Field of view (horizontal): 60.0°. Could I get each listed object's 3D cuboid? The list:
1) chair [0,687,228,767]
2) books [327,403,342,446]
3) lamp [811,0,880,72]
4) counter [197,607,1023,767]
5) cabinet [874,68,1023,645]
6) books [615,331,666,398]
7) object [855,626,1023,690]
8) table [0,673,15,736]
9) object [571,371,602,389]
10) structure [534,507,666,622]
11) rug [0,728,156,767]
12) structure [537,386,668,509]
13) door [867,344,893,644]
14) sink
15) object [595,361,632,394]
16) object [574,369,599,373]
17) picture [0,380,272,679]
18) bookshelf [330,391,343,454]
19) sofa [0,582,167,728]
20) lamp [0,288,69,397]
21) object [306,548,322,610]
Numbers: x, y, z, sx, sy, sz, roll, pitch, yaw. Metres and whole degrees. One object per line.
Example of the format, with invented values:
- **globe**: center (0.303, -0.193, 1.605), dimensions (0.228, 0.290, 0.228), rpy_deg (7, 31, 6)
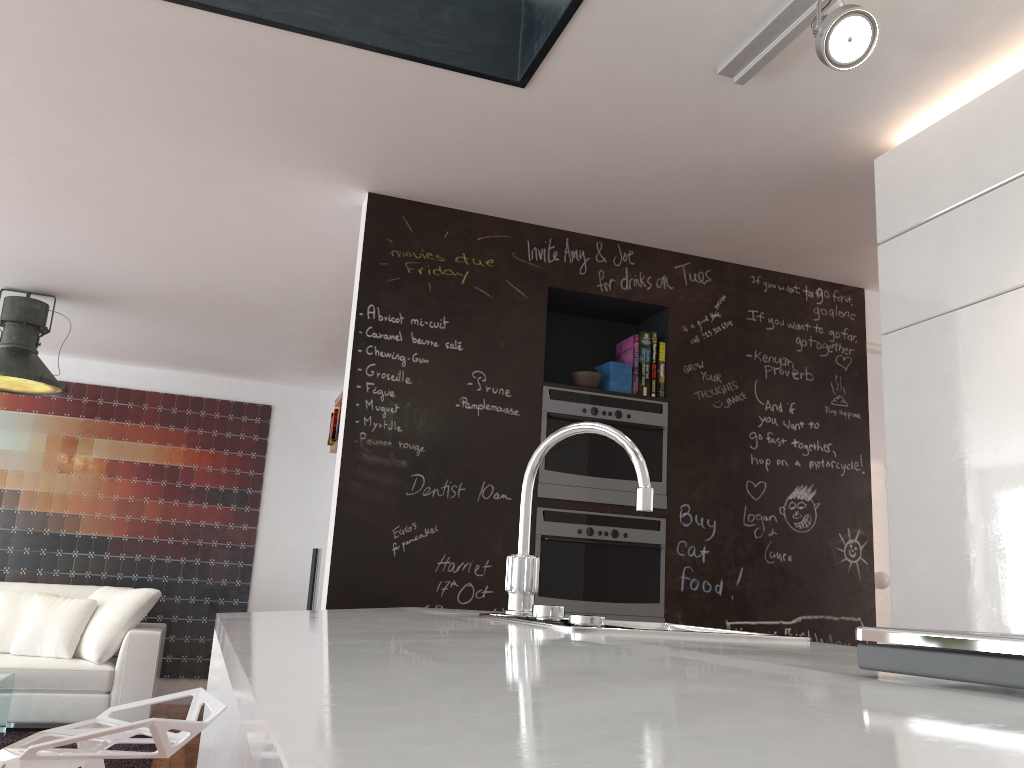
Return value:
- **chair**: center (-0.683, 0.845, 1.257), dimensions (0.428, 0.765, 0.492), rpy_deg (5, -13, -8)
- **books**: center (-0.138, -0.995, 4.616), dimensions (0.733, 1.974, 5.671), rpy_deg (11, -15, -28)
- **lamp**: center (0.978, -0.989, 1.640), dimensions (0.154, 0.254, 1.324), rpy_deg (8, -14, -18)
- **counter**: center (0.077, 0.795, 1.155), dimensions (0.956, 0.903, 2.289), rpy_deg (8, -14, -18)
- **cabinet**: center (1.988, 0.223, 1.755), dimensions (0.946, 2.506, 2.404), rpy_deg (8, -14, -18)
- **books**: center (0.571, -0.067, 4.007), dimensions (0.152, 0.303, 0.230), rpy_deg (8, -14, -18)
- **object**: center (0.512, 0.230, 0.722), dimensions (0.325, 0.036, 0.298), rpy_deg (10, -15, -28)
- **table**: center (-2.968, 1.695, 4.606), dimensions (0.551, 0.337, 0.565), rpy_deg (8, -14, -18)
- **object**: center (0.319, -0.006, 3.822), dimensions (0.132, 0.069, 0.132), rpy_deg (0, -14, 15)
- **structure**: center (0.370, 0.754, 3.594), dimensions (0.585, 0.462, 0.052), rpy_deg (8, -14, -18)
- **rug**: center (-3.445, 1.781, 4.313), dimensions (3.193, 0.019, 1.895), rpy_deg (8, -14, -18)
- **structure**: center (0.398, 0.266, 3.708), dimensions (0.585, 0.462, 0.052), rpy_deg (8, -14, -18)
- **door**: center (2.016, 0.948, 4.253), dimensions (0.823, 2.236, 0.120), rpy_deg (8, -14, -18)
- **sink**: center (0.226, 0.347, 1.694), dimensions (0.459, 0.570, 0.492), rpy_deg (8, -14, -18)
- **object**: center (0.444, -0.013, 3.907), dimensions (0.110, 0.136, 0.136), rpy_deg (10, -14, -25)
- **object**: center (0.325, -0.040, 3.821), dimensions (0.116, 0.042, 0.077), rpy_deg (5, -13, -5)
- **picture**: center (-3.325, 1.038, 6.570), dimensions (2.770, 2.136, 0.007), rpy_deg (8, -14, -18)
- **bookshelf**: center (-0.856, 0.070, 5.597), dimensions (0.161, 0.465, 2.983), rpy_deg (8, -14, -18)
- **sofa**: center (-3.736, 1.567, 5.293), dimensions (3.086, 0.842, 0.987), rpy_deg (8, -14, -18)
- **lamp**: center (-2.846, -0.263, 5.131), dimensions (0.572, 0.561, 0.572), rpy_deg (6, -14, -13)
- **object**: center (-1.381, 1.493, 6.163), dimensions (0.089, 0.687, 0.089), rpy_deg (12, -16, -32)
